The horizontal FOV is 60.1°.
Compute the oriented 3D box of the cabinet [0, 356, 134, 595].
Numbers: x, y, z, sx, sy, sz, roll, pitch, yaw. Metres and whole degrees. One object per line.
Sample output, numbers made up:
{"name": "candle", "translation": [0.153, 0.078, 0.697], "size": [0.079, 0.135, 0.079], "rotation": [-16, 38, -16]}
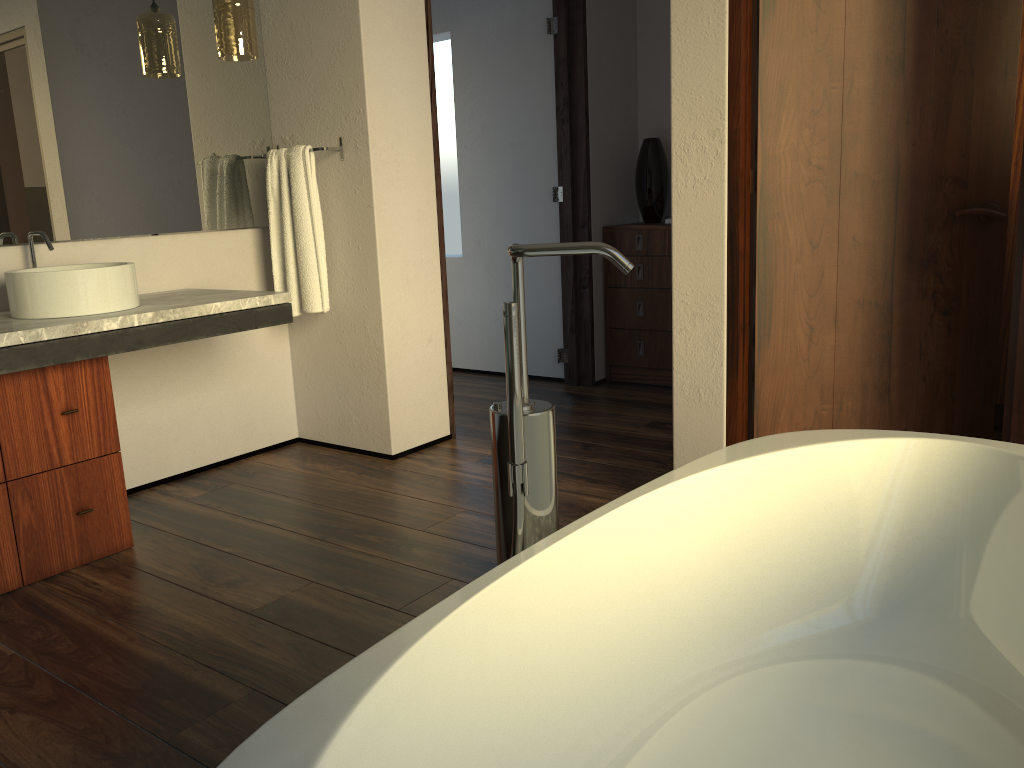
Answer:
{"name": "cabinet", "translation": [-1.523, 0.236, 2.481], "size": [0.524, 0.599, 0.643], "rotation": [6, 15, 37]}

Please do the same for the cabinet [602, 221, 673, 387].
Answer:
{"name": "cabinet", "translation": [1.046, -0.384, 4.298], "size": [1.166, 0.800, 0.393], "rotation": [6, 15, 37]}

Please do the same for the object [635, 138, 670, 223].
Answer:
{"name": "object", "translation": [0.707, -1.024, 4.467], "size": [0.166, 0.417, 0.174], "rotation": [-12, 15, -38]}

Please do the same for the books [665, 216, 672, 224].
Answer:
{"name": "books", "translation": [0.998, -0.806, 4.296], "size": [0.503, 0.034, 0.244], "rotation": [0, 12, 14]}

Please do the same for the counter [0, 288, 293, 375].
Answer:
{"name": "counter", "translation": [-1.625, -0.062, 2.237], "size": [0.601, 0.101, 2.206], "rotation": [6, 15, 37]}

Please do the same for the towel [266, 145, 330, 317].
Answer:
{"name": "towel", "translation": [-0.812, -0.566, 3.338], "size": [0.157, 0.636, 0.263], "rotation": [-10, 14, -33]}

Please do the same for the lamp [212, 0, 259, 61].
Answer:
{"name": "lamp", "translation": [-0.962, -1.549, 2.968], "size": [0.138, 0.867, 0.140], "rotation": [-4, 12, -9]}

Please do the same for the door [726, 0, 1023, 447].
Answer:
{"name": "door", "translation": [1.009, -0.556, 2.323], "size": [0.748, 1.946, 0.453], "rotation": [7, 15, 37]}

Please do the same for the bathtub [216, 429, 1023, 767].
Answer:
{"name": "bathtub", "translation": [0.369, 0.488, 1.094], "size": [0.783, 0.485, 1.582], "rotation": [6, 15, 37]}

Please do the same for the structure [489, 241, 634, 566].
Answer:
{"name": "structure", "translation": [0.037, 0.227, 1.408], "size": [0.242, 0.897, 0.279], "rotation": [-5, 12, -12]}

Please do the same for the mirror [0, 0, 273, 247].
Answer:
{"name": "mirror", "translation": [-2.163, -0.806, 1.902], "size": [0.018, 1.152, 3.983], "rotation": [6, 15, 37]}

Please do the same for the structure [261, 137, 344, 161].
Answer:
{"name": "structure", "translation": [-0.797, -0.871, 3.329], "size": [0.378, 0.088, 0.100], "rotation": [6, 15, 38]}

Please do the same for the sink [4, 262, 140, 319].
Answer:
{"name": "sink", "translation": [-1.309, -0.283, 2.646], "size": [0.362, 0.130, 0.353], "rotation": [0, 12, 15]}

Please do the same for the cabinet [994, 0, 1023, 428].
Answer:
{"name": "cabinet", "translation": [2.064, -0.973, 3.016], "size": [1.519, 2.362, 0.350], "rotation": [6, 15, 37]}

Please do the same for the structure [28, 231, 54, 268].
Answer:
{"name": "structure", "translation": [-1.461, -0.346, 2.716], "size": [0.168, 0.242, 0.064], "rotation": [8, 15, 41]}
